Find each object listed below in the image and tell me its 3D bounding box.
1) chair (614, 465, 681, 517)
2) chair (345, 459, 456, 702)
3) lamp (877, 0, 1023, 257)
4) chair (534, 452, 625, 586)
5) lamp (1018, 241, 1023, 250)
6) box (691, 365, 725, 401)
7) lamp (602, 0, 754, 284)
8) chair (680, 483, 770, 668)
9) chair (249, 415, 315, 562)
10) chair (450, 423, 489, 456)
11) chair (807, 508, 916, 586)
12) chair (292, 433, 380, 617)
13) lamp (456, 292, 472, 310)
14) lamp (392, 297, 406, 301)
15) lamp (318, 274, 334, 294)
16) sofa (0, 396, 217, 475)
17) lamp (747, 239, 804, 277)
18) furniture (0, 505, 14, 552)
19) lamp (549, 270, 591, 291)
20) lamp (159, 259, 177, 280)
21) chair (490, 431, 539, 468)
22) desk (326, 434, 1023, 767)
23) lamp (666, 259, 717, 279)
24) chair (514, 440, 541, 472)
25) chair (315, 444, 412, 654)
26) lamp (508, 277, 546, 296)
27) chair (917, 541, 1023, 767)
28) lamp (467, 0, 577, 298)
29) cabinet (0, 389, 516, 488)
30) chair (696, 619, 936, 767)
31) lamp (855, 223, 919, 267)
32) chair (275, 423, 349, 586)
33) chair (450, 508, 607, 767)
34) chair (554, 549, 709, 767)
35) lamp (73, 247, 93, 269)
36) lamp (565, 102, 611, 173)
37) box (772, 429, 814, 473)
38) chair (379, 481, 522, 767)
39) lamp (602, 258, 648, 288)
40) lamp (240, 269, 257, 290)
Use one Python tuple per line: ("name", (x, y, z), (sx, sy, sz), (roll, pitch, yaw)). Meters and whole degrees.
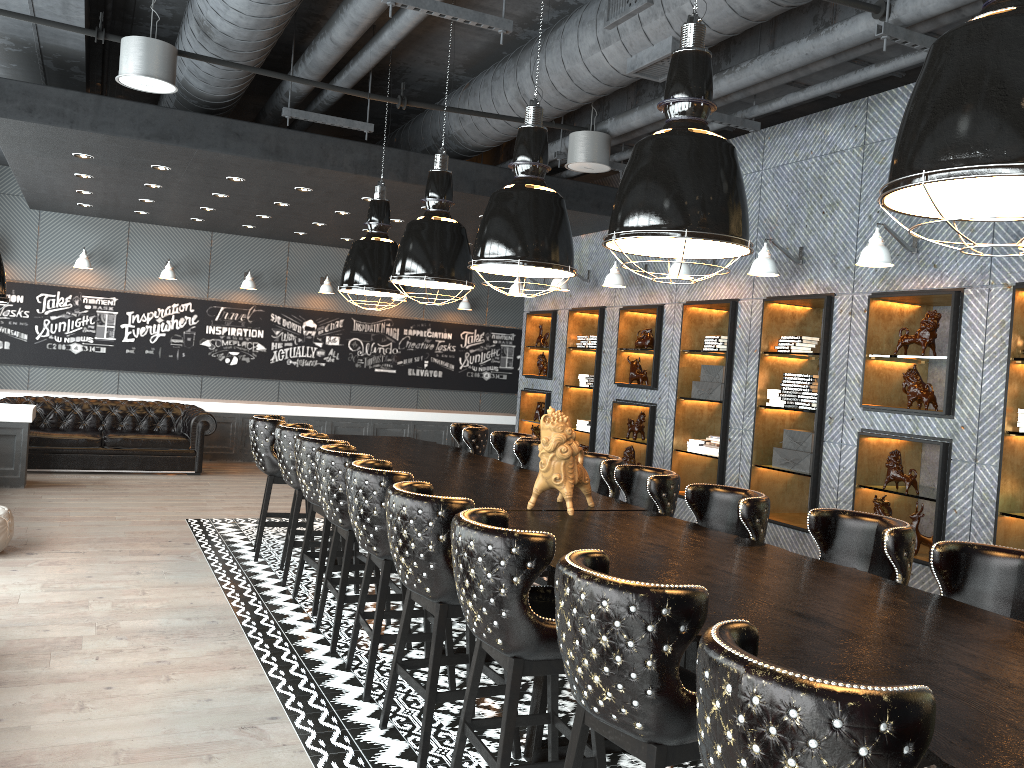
("chair", (0.640, 1.031, 5.087), (0.568, 1.092, 0.504), (4, 1, -17))
("chair", (-0.584, 0.954, 4.465), (0.568, 1.092, 0.504), (4, 1, -21))
("lamp", (1.386, -1.501, 2.360), (0.621, 2.302, 0.621), (4, 1, 19))
("chair", (0.406, 1.001, 5.728), (0.568, 1.092, 0.504), (4, 1, -31))
("lamp", (3.059, -0.883, 4.907), (0.489, 0.287, 0.244), (4, 1, -10))
("box", (1.869, -0.012, 8.171), (0.298, 0.315, 0.419), (4, 1, -26))
("lamp", (0.759, -1.573, 3.678), (0.621, 2.302, 0.621), (4, 1, 19))
("chair", (0.948, 1.067, 4.391), (0.568, 1.092, 0.504), (4, 1, -24))
("chair", (-1.826, 0.811, 7.034), (0.568, 1.092, 0.504), (4, 1, -16))
("chair", (-0.520, 0.895, 7.649), (0.568, 1.092, 0.504), (4, 1, -17))
("chair", (1.380, 1.111, 3.787), (0.568, 1.092, 0.504), (4, 1, -24))
("chair", (-1.156, 0.886, 5.759), (0.568, 1.092, 0.504), (4, 1, -29))
("lamp", (-0.777, -1.358, 14.531), (0.243, 0.287, 0.490), (4, 1, -10))
("lamp", (-1.783, -1.459, 14.048), (0.243, 0.287, 0.490), (4, 1, -10))
("lamp", (-2.822, -1.525, 13.550), (0.243, 0.287, 0.490), (4, 1, -10))
("sofa", (-5.084, 0.625, 11.026), (2.565, 0.838, 1.240), (4, 1, -26))
("lamp", (2.091, -0.987, 6.938), (0.489, 0.287, 0.244), (4, 1, -10))
("furniture", (-3.999, 1.034, 6.429), (0.679, 0.383, 0.679), (4, 1, -25))
("lamp", (0.659, -1.188, 9.951), (0.489, 0.287, 0.244), (4, 1, -10))
("lamp", (-4.845, -1.626, 12.582), (0.243, 0.287, 0.490), (4, 1, -10))
("chair", (-0.107, 0.937, 7.023), (0.568, 1.092, 0.504), (4, 1, -29))
("desk", (0.155, 1.101, 4.490), (1.433, 0.927, 7.597), (4, 1, -26))
("lamp", (1.626, -1.084, 7.921), (0.489, 0.287, 0.244), (4, 1, -10))
("chair", (0.103, 0.966, 6.364), (0.568, 1.092, 0.504), (4, 1, -35))
("chair", (-0.880, 0.919, 5.111), (0.568, 1.092, 0.504), (4, 1, -23))
("lamp", (0.193, -1.231, 10.929), (0.489, 0.287, 0.244), (4, 1, -10))
("chair", (1.646, 1.144, 3.122), (0.568, 1.092, 0.504), (4, 1, -33))
("lamp", (0.132, -1.645, 4.995), (0.621, 2.302, 0.621), (4, 1, 19))
("cabinet", (-2.527, 0.829, 10.617), (8.417, 0.827, 6.314), (4, 1, -26))
("chair", (0.643, 1.095, 1.875), (0.568, 1.092, 0.504), (4, 1, -33))
("lamp", (2.559, -0.931, 5.955), (0.489, 0.287, 0.244), (4, 1, -10))
("chair", (-1.453, 0.851, 6.409), (0.568, 1.092, 0.504), (4, 1, -17))
("chair", (0.032, 1.024, 3.172), (0.568, 1.092, 0.504), (4, 1, -22))
("chair", (0.372, 1.062, 2.556), (0.568, 1.092, 0.504), (4, 1, -32))
("lamp", (-5.815, -1.717, 12.116), (0.243, 0.287, 0.490), (4, 1, -10))
("lamp", (0.658, -2.281, 7.245), (0.380, 1.045, 0.382), (4, 1, 1))
("box", (2.324, 0.537, 7.172), (0.323, 0.315, 0.419), (4, 1, -26))
("chair", (-0.287, 0.989, 3.781), (0.568, 1.092, 0.504), (4, 1, -28))
("lamp", (1.154, -1.114, 8.911), (0.489, 0.287, 0.244), (4, 1, -10))
("lamp", (-3.856, -1.536, 13.057), (0.243, 0.287, 0.490), (4, 1, -10))
